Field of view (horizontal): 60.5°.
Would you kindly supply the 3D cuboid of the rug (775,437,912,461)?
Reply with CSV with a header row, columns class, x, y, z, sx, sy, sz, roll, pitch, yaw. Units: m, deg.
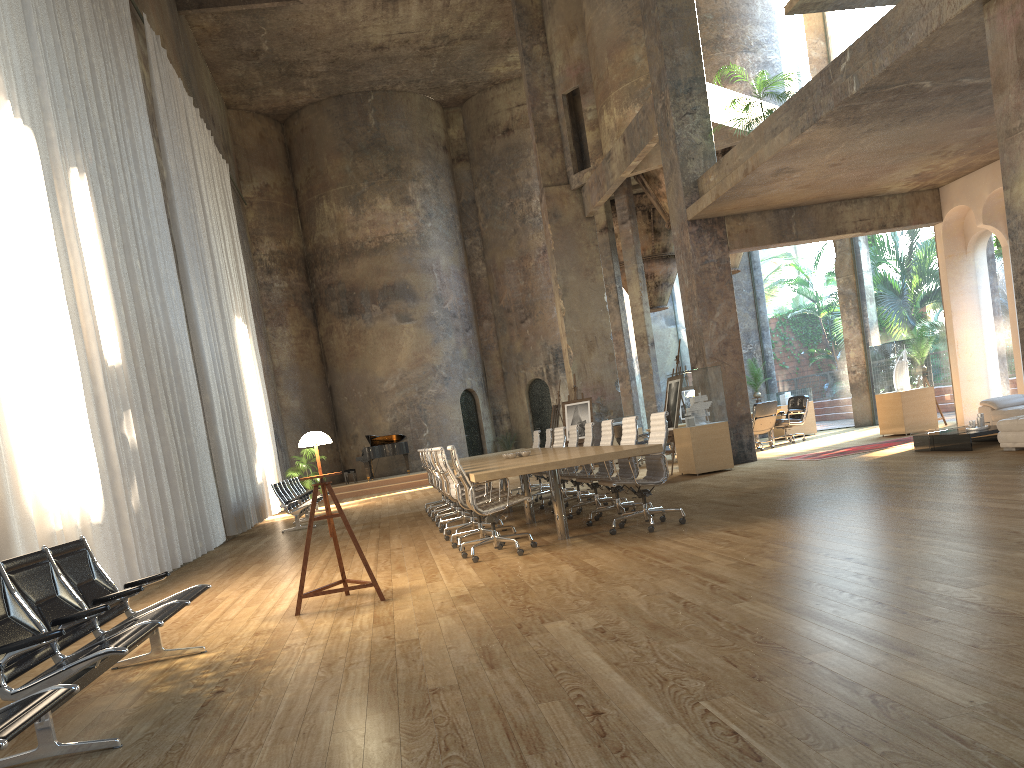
class,x,y,z,sx,sy,sz,roll,pitch,yaw
rug,5.351,0.938,13.094,2.455,0.009,1.345,-9,-3,-8

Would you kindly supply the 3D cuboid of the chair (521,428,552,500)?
class,x,y,z,sx,sy,sz,roll,pitch,yaw
chair,0.367,1.229,13.334,0.699,1.033,0.661,-9,2,0

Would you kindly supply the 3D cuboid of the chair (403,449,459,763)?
class,x,y,z,sx,sy,sz,roll,pitch,yaw
chair,1.659,1.086,14.331,12.911,1.038,31.482,-9,-3,-9

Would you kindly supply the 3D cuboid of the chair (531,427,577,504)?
class,x,y,z,sx,sy,sz,roll,pitch,yaw
chair,0.497,1.161,12.488,0.697,1.033,0.663,-9,2,-9

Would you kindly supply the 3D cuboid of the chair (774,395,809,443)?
class,x,y,z,sx,sy,sz,roll,pitch,yaw
chair,5.406,0.721,17.340,0.816,0.899,0.730,-9,1,-14

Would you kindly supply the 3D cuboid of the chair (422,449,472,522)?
class,x,y,z,sx,sy,sz,roll,pitch,yaw
chair,-0.859,1.358,12.172,0.698,1.033,0.662,-9,2,-3

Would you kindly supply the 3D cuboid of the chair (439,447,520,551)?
class,x,y,z,sx,sy,sz,roll,pitch,yaw
chair,-0.339,1.079,8.646,0.699,1.033,0.661,-9,2,0

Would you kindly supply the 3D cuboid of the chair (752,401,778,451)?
class,x,y,z,sx,sy,sz,roll,pitch,yaw
chair,4.546,0.812,16.532,0.721,0.899,0.826,-10,1,-34

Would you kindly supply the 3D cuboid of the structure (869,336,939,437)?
class,x,y,z,sx,sy,sz,roll,pitch,yaw
structure,6.523,0.062,14.644,0.592,1.559,0.740,-9,3,-8

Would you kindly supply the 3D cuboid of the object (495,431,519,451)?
class,x,y,z,sx,sy,sz,roll,pitch,yaw
object,-0.097,1.983,28.153,0.913,0.998,0.901,-9,1,3

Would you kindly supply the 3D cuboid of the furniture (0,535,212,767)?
class,x,y,z,sx,sy,sz,roll,pitch,yaw
furniture,-2.087,1.218,4.525,0.706,0.846,1.870,-9,-2,-9

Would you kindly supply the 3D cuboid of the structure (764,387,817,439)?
class,x,y,z,sx,sy,sz,roll,pitch,yaw
structure,6.040,0.655,19.069,0.733,1.022,0.741,-9,2,-8

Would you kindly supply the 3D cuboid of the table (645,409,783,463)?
class,x,y,z,sx,sy,sz,roll,pitch,yaw
table,3.964,1.035,17.154,2.403,0.705,1.103,-9,-1,-8

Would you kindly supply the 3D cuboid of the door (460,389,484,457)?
class,x,y,z,sx,sy,sz,roll,pitch,yaw
door,-1.318,1.302,27.523,0.092,2.313,0.889,-5,5,40

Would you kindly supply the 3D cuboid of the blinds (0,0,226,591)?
class,x,y,z,sx,sy,sz,roll,pitch,yaw
blinds,-4.615,-2.119,9.726,0.274,8.703,7.810,-10,1,-8

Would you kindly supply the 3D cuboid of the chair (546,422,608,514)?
class,x,y,z,sx,sy,sz,roll,pitch,yaw
chair,0.748,1.021,10.694,0.699,1.033,0.661,-9,2,0

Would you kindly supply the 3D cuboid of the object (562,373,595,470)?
class,x,y,z,sx,sy,sz,roll,pitch,yaw
object,1.452,0.834,19.039,0.706,2.162,0.674,-7,4,24

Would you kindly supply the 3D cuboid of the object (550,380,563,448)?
class,x,y,z,sx,sy,sz,roll,pitch,yaw
object,1.079,0.996,20.892,0.688,2.162,0.692,-8,4,18

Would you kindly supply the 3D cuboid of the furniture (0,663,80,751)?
class,x,y,z,sx,sy,sz,roll,pitch,yaw
furniture,-1.747,1.032,2.164,0.706,0.846,1.870,-9,-2,-9

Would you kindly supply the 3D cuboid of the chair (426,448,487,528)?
class,x,y,z,sx,sy,sz,roll,pitch,yaw
chair,-0.728,1.288,11.284,0.699,1.033,0.661,-9,2,0

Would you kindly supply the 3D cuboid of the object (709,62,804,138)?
class,x,y,z,sx,sy,sz,roll,pitch,yaw
object,3.727,-3.816,13.051,1.400,1.822,1.350,-9,2,-2

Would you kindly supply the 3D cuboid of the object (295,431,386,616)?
class,x,y,z,sx,sy,sz,roll,pitch,yaw
object,-1.262,0.972,6.403,0.574,1.307,0.649,-7,3,25

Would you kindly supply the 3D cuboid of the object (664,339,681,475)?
class,x,y,z,sx,sy,sz,roll,pitch,yaw
object,2.628,0.371,14.079,0.682,2.162,0.698,-10,4,-9

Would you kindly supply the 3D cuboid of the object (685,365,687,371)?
class,x,y,z,sx,sy,sz,roll,pitch,yaw
object,4.782,0.560,23.581,0.706,2.162,0.674,-8,4,21

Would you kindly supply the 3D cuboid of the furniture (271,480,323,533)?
class,x,y,z,sx,sy,sz,roll,pitch,yaw
furniture,-3.742,2.098,15.616,0.706,0.846,1.870,-9,-2,-9

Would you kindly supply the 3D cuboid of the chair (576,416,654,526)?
class,x,y,z,sx,sy,sz,roll,pitch,yaw
chair,1.011,0.879,8.898,0.698,1.033,0.662,-9,2,-5

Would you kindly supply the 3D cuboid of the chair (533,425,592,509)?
class,x,y,z,sx,sy,sz,roll,pitch,yaw
chair,0.625,1.089,11.565,0.698,1.033,0.662,-9,2,-3

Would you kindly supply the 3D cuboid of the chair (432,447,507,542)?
class,x,y,z,sx,sy,sz,roll,pitch,yaw
chair,-0.461,1.146,9.492,0.697,1.033,0.663,-9,2,-9

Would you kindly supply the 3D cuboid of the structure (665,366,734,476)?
class,x,y,z,sx,sy,sz,roll,pitch,yaw
structure,2.818,0.569,13.221,0.592,1.559,0.740,-9,3,-8

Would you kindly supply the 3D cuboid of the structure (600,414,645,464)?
class,x,y,z,sx,sy,sz,roll,pitch,yaw
structure,2.513,1.260,19.917,0.741,1.022,0.733,-9,2,-8

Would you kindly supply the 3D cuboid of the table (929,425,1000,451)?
class,x,y,z,sx,sy,sz,roll,pitch,yaw
table,5.667,0.670,10.873,0.788,0.204,1.109,-9,-3,-8

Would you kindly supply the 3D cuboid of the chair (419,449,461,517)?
class,x,y,z,sx,sy,sz,roll,pitch,yaw
chair,-0.992,1.429,13.080,0.698,1.033,0.662,-9,2,-5

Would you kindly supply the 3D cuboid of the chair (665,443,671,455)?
class,x,y,z,sx,sy,sz,roll,pitch,yaw
chair,3.251,1.089,17.821,0.729,0.898,0.817,-9,1,-1

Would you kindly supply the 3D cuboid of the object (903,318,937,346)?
class,x,y,z,sx,sy,sz,roll,pitch,yaw
object,6.974,-0.652,15.151,0.683,0.946,0.860,-10,1,-18

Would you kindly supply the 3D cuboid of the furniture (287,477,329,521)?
class,x,y,z,sx,sy,sz,roll,pitch,yaw
furniture,-4.082,2.283,17.977,0.706,0.846,1.870,-9,-2,-9

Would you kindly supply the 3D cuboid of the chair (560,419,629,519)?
class,x,y,z,sx,sy,sz,roll,pitch,yaw
chair,0.878,0.951,9.806,0.698,1.033,0.662,-9,2,-3

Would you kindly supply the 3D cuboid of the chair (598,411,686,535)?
class,x,y,z,sx,sy,sz,roll,pitch,yaw
chair,1.144,0.806,7.960,0.698,1.033,0.662,-9,2,-2

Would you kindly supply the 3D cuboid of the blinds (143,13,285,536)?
class,x,y,z,sx,sy,sz,roll,pitch,yaw
blinds,-5.847,-1.448,18.273,0.274,8.703,7.810,-10,1,-8

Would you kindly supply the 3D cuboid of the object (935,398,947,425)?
class,x,y,z,sx,sy,sz,roll,pitch,yaw
object,7.063,0.300,15.210,0.650,0.979,0.575,-11,3,-44

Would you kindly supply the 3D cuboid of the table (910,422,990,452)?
class,x,y,z,sx,sy,sz,roll,pitch,yaw
table,5.611,0.677,11.236,0.857,0.248,0.369,-9,-1,-8

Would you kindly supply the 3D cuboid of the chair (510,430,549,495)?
class,x,y,z,sx,sy,sz,roll,pitch,yaw
chair,0.209,1.301,14.183,0.698,1.033,0.662,-9,2,-3

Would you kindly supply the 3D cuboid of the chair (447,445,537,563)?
class,x,y,z,sx,sy,sz,roll,pitch,yaw
chair,-0.188,1.008,7.795,0.698,1.033,0.662,-9,2,-3

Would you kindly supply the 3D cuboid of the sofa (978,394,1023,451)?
class,x,y,z,sx,sy,sz,roll,pitch,yaw
sofa,6.305,0.271,10.304,2.058,0.726,2.926,-9,-3,-8

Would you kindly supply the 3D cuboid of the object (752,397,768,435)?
class,x,y,z,sx,sy,sz,roll,pitch,yaw
object,5.762,0.776,20.050,0.575,0.979,0.650,-8,2,28

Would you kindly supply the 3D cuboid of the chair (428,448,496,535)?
class,x,y,z,sx,sy,sz,roll,pitch,yaw
chair,-0.606,1.220,10.413,0.698,1.033,0.662,-9,2,-3

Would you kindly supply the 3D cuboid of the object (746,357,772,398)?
class,x,y,z,sx,sy,sz,roll,pitch,yaw
object,5.450,-0.138,20.034,0.857,0.947,0.685,-9,2,-5

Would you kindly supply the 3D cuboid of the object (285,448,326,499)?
class,x,y,z,sx,sy,sz,roll,pitch,yaw
object,-4.982,2.308,21.393,1.085,1.467,1.130,-9,2,-17

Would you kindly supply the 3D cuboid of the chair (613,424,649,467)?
class,x,y,z,sx,sy,sz,roll,pitch,yaw
chair,2.429,1.171,16.955,0.817,0.899,0.729,-9,1,-12

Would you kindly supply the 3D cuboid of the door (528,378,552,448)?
class,x,y,z,sx,sy,sz,roll,pitch,yaw
door,1.021,1.119,27.837,0.909,2.650,0.109,-6,5,34

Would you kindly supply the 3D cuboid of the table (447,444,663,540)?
class,x,y,z,sx,sy,sz,roll,pitch,yaw
table,-0.016,1.295,11.063,1.596,0.762,7.709,-9,-3,-9
